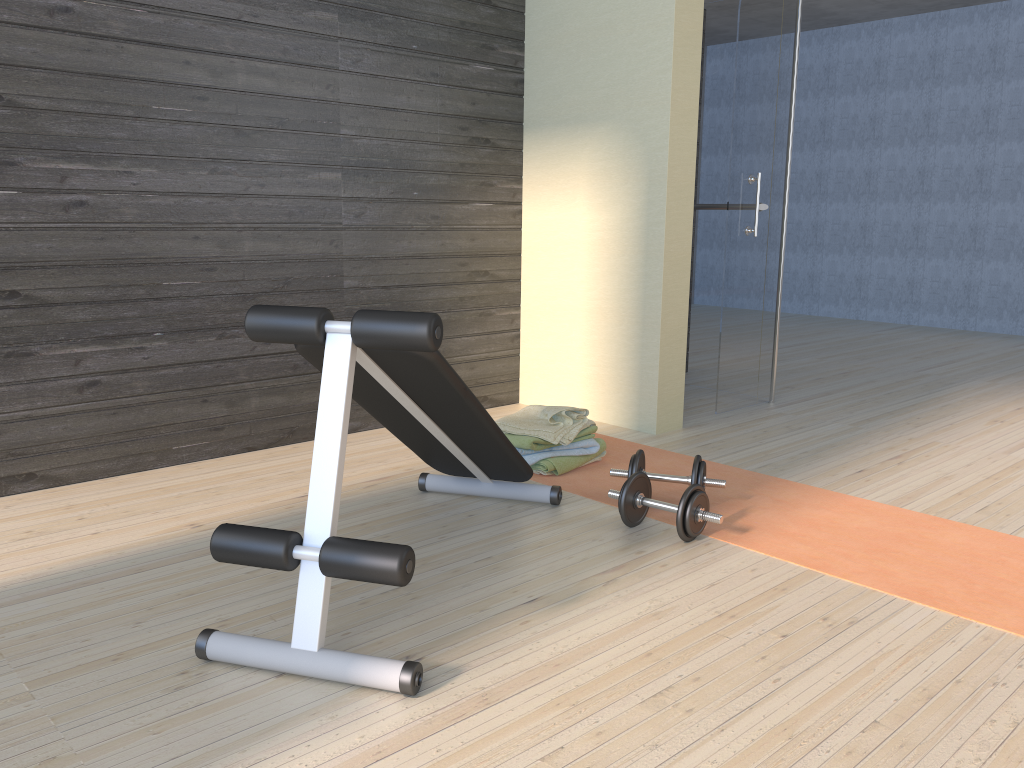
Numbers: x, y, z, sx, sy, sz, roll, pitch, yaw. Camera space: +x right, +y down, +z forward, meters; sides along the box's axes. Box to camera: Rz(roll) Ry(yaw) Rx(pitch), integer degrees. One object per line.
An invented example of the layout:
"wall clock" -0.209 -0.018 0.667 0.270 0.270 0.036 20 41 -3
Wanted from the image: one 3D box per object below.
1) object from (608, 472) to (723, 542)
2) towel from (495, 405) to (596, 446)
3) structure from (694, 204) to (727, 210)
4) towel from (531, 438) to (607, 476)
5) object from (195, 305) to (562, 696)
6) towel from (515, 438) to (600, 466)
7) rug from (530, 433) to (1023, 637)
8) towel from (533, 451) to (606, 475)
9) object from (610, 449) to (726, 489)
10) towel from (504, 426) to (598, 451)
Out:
"object" 0.462 0.372 2.704 0.385 0.176 0.176 9 14 38
"towel" 0.115 0.142 3.475 0.384 0.123 0.373 7 12 30
"structure" 1.087 -0.950 4.755 0.062 0.046 0.636 -9 15 -42
"towel" 0.134 0.258 3.490 0.380 0.081 0.367 11 15 44
"object" -0.248 0.130 2.365 0.505 0.746 1.312 4 11 16
"towel" 0.109 0.233 3.484 0.383 0.078 0.383 -4 12 -26
"rug" 1.020 0.454 2.761 0.716 0.002 2.779 -9 15 -42
"towel" 0.126 0.276 3.513 0.371 0.044 0.376 -10 15 -44
"object" 0.517 0.315 2.959 0.385 0.176 0.176 4 11 18
"towel" 0.087 0.195 3.488 0.371 0.085 0.376 -8 14 -38
